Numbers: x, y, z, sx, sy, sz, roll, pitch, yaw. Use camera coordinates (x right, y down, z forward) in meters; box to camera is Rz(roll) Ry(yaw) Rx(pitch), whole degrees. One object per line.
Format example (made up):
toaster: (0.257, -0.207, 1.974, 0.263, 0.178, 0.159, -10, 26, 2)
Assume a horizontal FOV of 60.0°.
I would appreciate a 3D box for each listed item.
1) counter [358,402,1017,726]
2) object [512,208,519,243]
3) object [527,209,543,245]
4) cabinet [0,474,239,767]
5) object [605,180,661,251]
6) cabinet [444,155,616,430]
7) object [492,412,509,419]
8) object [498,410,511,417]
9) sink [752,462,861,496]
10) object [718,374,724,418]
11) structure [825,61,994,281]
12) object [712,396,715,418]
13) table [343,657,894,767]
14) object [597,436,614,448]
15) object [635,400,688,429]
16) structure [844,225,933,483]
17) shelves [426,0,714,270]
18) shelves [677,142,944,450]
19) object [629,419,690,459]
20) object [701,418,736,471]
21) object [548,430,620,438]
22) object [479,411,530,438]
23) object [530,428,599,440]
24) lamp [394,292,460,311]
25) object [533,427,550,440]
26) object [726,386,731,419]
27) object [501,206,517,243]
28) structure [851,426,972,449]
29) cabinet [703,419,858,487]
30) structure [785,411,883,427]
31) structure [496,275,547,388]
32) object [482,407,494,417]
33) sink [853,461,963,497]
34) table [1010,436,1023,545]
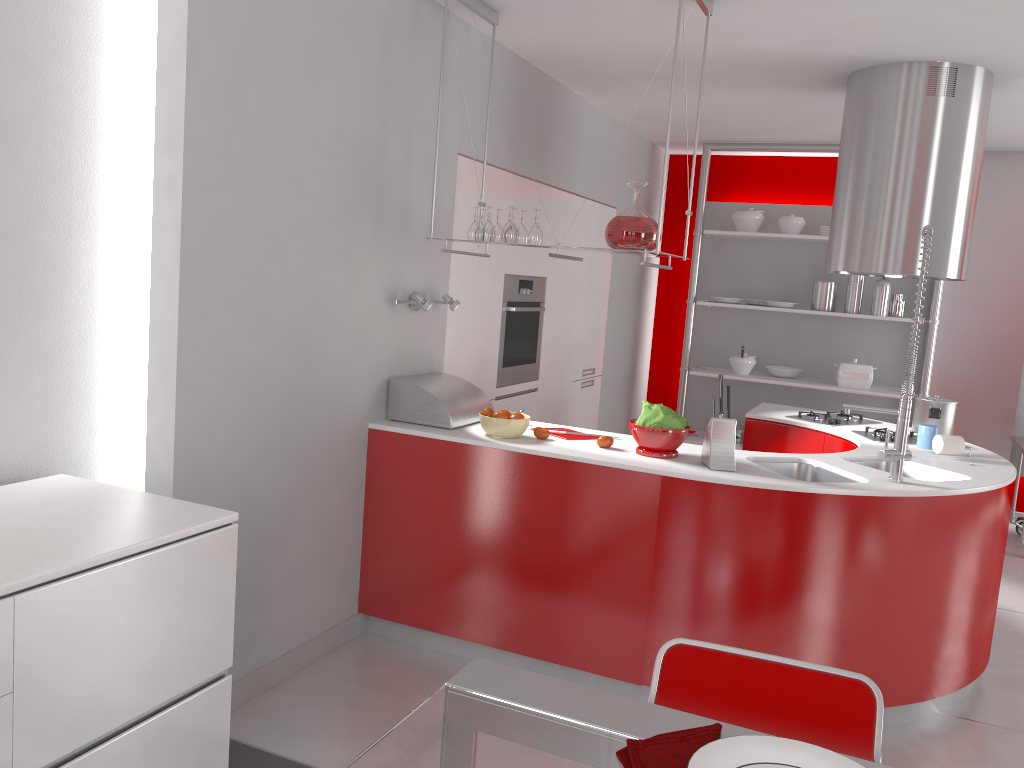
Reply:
counter: (0.917, 0.676, 3.877, 2.865, 0.880, 1.868, 0, 8, -33)
object: (0.002, -0.621, 3.499, 0.060, 0.141, 0.060, 7, 7, 23)
object: (0.093, -0.609, 3.461, 0.060, 0.141, 0.060, 7, 7, 23)
cabinet: (-1.344, 0.785, 1.522, 0.610, 0.880, 1.802, 7, 7, 23)
object: (0.465, -0.632, 3.363, 0.213, 0.266, 0.213, -1, 9, -38)
cabinet: (-0.111, -0.153, 5.302, 0.614, 2.026, 2.398, 7, 7, 23)
object: (-0.045, 0.134, 3.475, 0.065, 0.052, 0.062, 5, 7, 8)
object: (-0.033, 0.128, 3.535, 0.066, 0.049, 0.062, 7, 7, 20)
sink: (1.079, 0.420, 3.303, 0.326, 0.172, 0.428, 2, 7, -16)
object: (0.755, 0.130, 3.209, 0.014, 0.322, 0.150, 4, 7, -6)
structure: (1.923, -1.002, 4.330, 0.644, 0.958, 0.644, 3, 7, -10)
object: (0.727, 0.143, 3.200, 0.009, 0.197, 0.091, 4, 7, -6)
table: (0.529, 0.987, 0.536, 1.700, 1.000, 0.800, 7, 7, 23)
object: (0.358, 0.221, 3.409, 0.064, 0.048, 0.063, 5, 7, 1)
object: (0.566, 0.156, 3.339, 0.198, 0.182, 0.193, 8, 8, 29)
structure: (1.393, -0.114, 3.188, 0.308, 0.920, 0.178, 1, 7, -23)
shelves: (0.218, -0.989, 3.421, 0.934, 1.023, 0.462, 7, 7, 23)
shelves: (2.103, -0.401, 6.374, 1.735, 2.599, 0.535, 7, 7, 23)
object: (0.552, 0.208, 3.349, 0.229, 0.118, 0.228, 4, 7, -5)
object: (0.749, 0.209, 3.191, 0.091, 0.178, 0.137, 4, 7, -4)
object: (0.277, 0.203, 3.632, 0.375, 0.008, 0.041, 4, 7, 0)
object: (-0.031, 0.165, 3.490, 0.201, 0.086, 0.201, 7, 7, 24)
object: (0.220, 0.204, 3.638, 0.168, 0.006, 0.266, -1, 9, -40)
lamp: (-0.344, -0.342, 3.736, 0.155, 0.081, 0.454, 7, 7, 23)
object: (0.117, 0.195, 3.491, 0.065, 0.047, 0.063, 7, 7, 23)
object: (0.781, 0.149, 3.204, 0.012, 0.279, 0.130, 4, 7, -6)
object: (-0.008, -0.611, 3.414, 0.060, 0.141, 0.060, 4, 7, 0)
structure: (1.891, 0.248, 4.210, 0.457, 0.037, 0.303, 4, 7, -2)
cabinet: (0.690, 0.610, 4.017, 1.875, 0.761, 1.025, 2, 7, -21)
structure: (1.711, 0.174, 4.708, 0.457, 0.037, 0.303, -1, 8, -36)
structure: (0.072, -0.294, 4.880, 0.050, 0.589, 0.599, 7, 7, 23)
object: (-0.090, 0.122, 3.513, 0.055, 0.058, 0.066, 5, 7, 9)
sink: (1.532, 0.433, 3.482, 0.326, 0.172, 0.428, 1, 8, -27)
table: (4.022, 0.816, 5.527, 1.627, 0.682, 0.749, 7, 7, 24)
